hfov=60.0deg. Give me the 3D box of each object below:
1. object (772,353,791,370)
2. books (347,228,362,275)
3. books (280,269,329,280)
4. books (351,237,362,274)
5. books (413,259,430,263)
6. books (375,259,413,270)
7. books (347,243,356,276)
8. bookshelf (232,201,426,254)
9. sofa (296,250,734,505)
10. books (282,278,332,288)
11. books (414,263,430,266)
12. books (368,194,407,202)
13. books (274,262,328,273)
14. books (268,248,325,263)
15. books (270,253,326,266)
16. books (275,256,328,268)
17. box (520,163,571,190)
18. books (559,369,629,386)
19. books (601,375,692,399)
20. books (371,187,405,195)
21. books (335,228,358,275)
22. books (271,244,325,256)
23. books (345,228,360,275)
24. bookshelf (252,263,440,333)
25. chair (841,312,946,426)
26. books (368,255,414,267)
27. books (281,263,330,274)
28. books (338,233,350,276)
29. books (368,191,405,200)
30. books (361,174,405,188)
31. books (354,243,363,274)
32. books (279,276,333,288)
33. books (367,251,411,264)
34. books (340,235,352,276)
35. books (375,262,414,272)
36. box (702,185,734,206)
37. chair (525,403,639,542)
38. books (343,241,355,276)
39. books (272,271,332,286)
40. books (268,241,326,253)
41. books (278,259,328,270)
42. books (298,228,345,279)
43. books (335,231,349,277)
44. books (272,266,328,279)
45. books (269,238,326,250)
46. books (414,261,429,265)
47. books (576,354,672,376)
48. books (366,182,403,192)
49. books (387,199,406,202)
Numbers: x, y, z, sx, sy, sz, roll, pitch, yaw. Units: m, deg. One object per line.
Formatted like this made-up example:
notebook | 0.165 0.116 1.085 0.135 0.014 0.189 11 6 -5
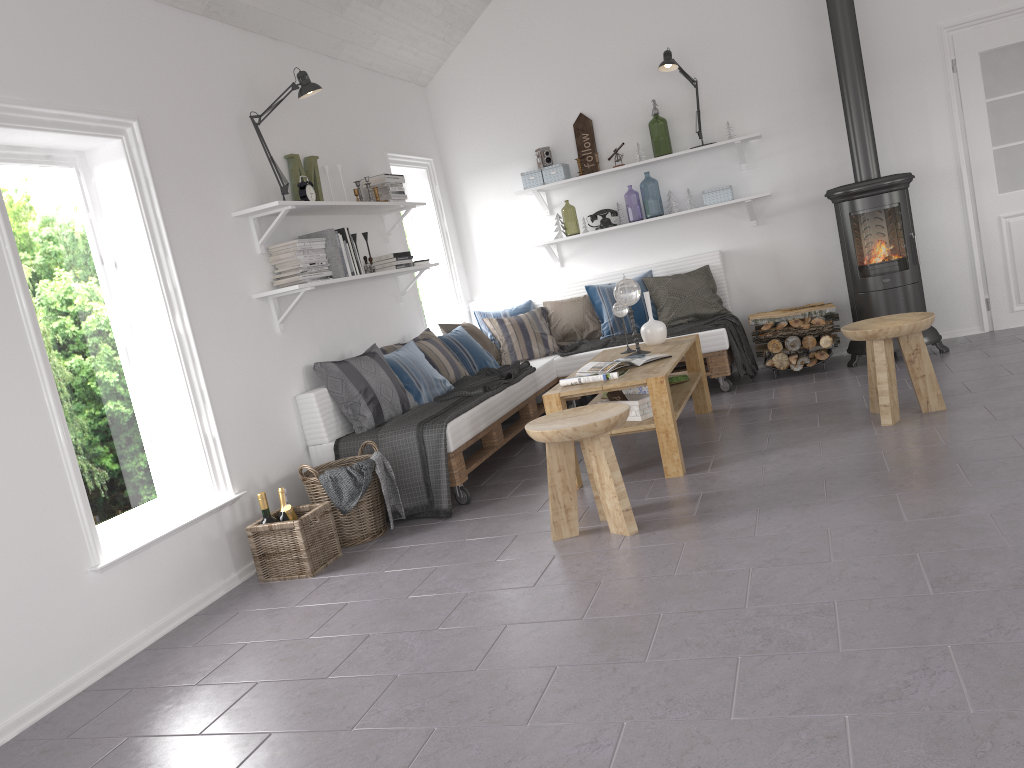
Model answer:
object | 1.916 -0.192 6.247 0.118 0.142 0.520 -9 8 23
books | -0.986 -0.732 5.036 0.210 0.274 0.048 -9 8 19
books | -1.103 -0.582 4.718 0.161 0.013 0.254 -9 8 19
books | -0.960 -0.712 5.059 0.171 0.219 0.047 -9 8 19
books | -0.689 -0.800 5.907 0.202 0.012 0.251 -9 8 21
books | -0.766 -0.759 5.641 0.191 0.023 0.242 -10 8 17
books | -0.957 -0.685 4.979 0.125 0.185 0.042 -9 8 19
bookshelf | -0.957 -0.929 5.178 0.269 0.212 1.820 -9 8 19
sofa | 0.285 -0.121 5.628 2.017 0.932 2.855 -9 8 19
books | -1.087 -0.534 4.723 0.161 0.012 0.254 -9 8 19
books | -0.676 -0.776 5.910 0.187 0.014 0.253 -9 8 19
books | -0.805 -1.195 5.750 0.172 0.032 0.239 -9 8 19
books | -1.116 -0.619 4.699 0.159 0.012 0.285 -9 8 19
books | -1.142 -0.681 4.700 0.180 0.028 0.296 -9 8 19
books | -1.137 -0.661 4.707 0.182 0.016 0.288 -9 8 19
books | -1.118 -0.649 4.713 0.167 0.017 0.263 -9 8 19
box | 0.266 -1.576 6.762 0.332 0.131 0.242 -9 8 19
books | 0.416 -0.042 4.453 0.300 0.043 0.229 -9 8 23
books | 0.771 -0.007 5.135 0.445 0.079 0.301 -16 8 -30
books | -0.816 -1.250 5.766 0.161 0.026 0.223 -9 8 19
books | -0.994 -0.725 4.996 0.200 0.274 0.038 -9 8 19
books | -1.132 -0.707 4.692 0.174 0.021 0.273 -9 8 19
books | -0.991 -0.727 5.014 0.200 0.272 0.054 -9 8 19
bookshelf | -0.872 -0.531 5.230 0.269 0.212 1.820 -9 8 19
chair | 1.892 -0.077 4.388 0.431 0.479 0.431 -10 8 16
books | -0.776 -0.781 5.649 0.212 0.023 0.258 -9 8 19
books | -1.099 -0.613 4.718 0.161 0.013 0.256 -9 8 19
books | -1.018 -0.694 4.921 0.205 0.243 0.019 -9 8 19
books | -0.812 -1.223 5.752 0.152 0.024 0.238 -9 8 19
books | -0.833 -1.312 5.743 0.176 0.053 0.290 -9 8 19
books | -0.948 -0.701 5.086 0.152 0.185 0.045 -9 8 19
books | -1.091 -0.544 4.705 0.159 0.012 0.285 -9 8 19
books | -0.781 -0.805 5.636 0.190 0.028 0.239 -9 8 21
books | -1.012 -0.693 4.937 0.200 0.236 0.031 -9 8 19
books | -0.764 -0.733 5.655 0.191 0.032 0.258 -9 8 21
box | 1.485 -1.352 6.382 0.202 0.110 0.137 -9 8 19
chair | 0.312 0.363 3.620 0.431 0.479 0.431 -10 8 17
books | -0.969 -0.688 4.957 0.141 0.203 0.044 -9 8 19
books | -1.108 -0.560 4.696 0.176 0.025 0.331 -9 8 19
books | -1.136 -0.725 4.688 0.182 0.016 0.288 -9 8 19
books | -1.109 -0.634 4.705 0.161 0.012 0.254 -9 8 19
books | -1.039 -0.695 4.850 0.200 0.271 0.050 -9 8 19
books | -1.021 -0.697 4.895 0.193 0.257 0.046 -9 8 19
books | -1.125 -0.590 4.706 0.182 0.016 0.288 -9 8 19
books | -1.131 -0.741 4.677 0.182 0.016 0.288 -9 8 19
books | -0.681 -0.788 5.905 0.187 0.014 0.248 -10 8 17
books | 0.586 -0.117 4.701 0.422 0.049 0.300 -16 8 -25
books | -0.824 -1.272 5.737 0.161 0.027 0.223 -9 8 19
books | -0.812 -1.160 5.745 0.172 0.032 0.239 -9 8 19
